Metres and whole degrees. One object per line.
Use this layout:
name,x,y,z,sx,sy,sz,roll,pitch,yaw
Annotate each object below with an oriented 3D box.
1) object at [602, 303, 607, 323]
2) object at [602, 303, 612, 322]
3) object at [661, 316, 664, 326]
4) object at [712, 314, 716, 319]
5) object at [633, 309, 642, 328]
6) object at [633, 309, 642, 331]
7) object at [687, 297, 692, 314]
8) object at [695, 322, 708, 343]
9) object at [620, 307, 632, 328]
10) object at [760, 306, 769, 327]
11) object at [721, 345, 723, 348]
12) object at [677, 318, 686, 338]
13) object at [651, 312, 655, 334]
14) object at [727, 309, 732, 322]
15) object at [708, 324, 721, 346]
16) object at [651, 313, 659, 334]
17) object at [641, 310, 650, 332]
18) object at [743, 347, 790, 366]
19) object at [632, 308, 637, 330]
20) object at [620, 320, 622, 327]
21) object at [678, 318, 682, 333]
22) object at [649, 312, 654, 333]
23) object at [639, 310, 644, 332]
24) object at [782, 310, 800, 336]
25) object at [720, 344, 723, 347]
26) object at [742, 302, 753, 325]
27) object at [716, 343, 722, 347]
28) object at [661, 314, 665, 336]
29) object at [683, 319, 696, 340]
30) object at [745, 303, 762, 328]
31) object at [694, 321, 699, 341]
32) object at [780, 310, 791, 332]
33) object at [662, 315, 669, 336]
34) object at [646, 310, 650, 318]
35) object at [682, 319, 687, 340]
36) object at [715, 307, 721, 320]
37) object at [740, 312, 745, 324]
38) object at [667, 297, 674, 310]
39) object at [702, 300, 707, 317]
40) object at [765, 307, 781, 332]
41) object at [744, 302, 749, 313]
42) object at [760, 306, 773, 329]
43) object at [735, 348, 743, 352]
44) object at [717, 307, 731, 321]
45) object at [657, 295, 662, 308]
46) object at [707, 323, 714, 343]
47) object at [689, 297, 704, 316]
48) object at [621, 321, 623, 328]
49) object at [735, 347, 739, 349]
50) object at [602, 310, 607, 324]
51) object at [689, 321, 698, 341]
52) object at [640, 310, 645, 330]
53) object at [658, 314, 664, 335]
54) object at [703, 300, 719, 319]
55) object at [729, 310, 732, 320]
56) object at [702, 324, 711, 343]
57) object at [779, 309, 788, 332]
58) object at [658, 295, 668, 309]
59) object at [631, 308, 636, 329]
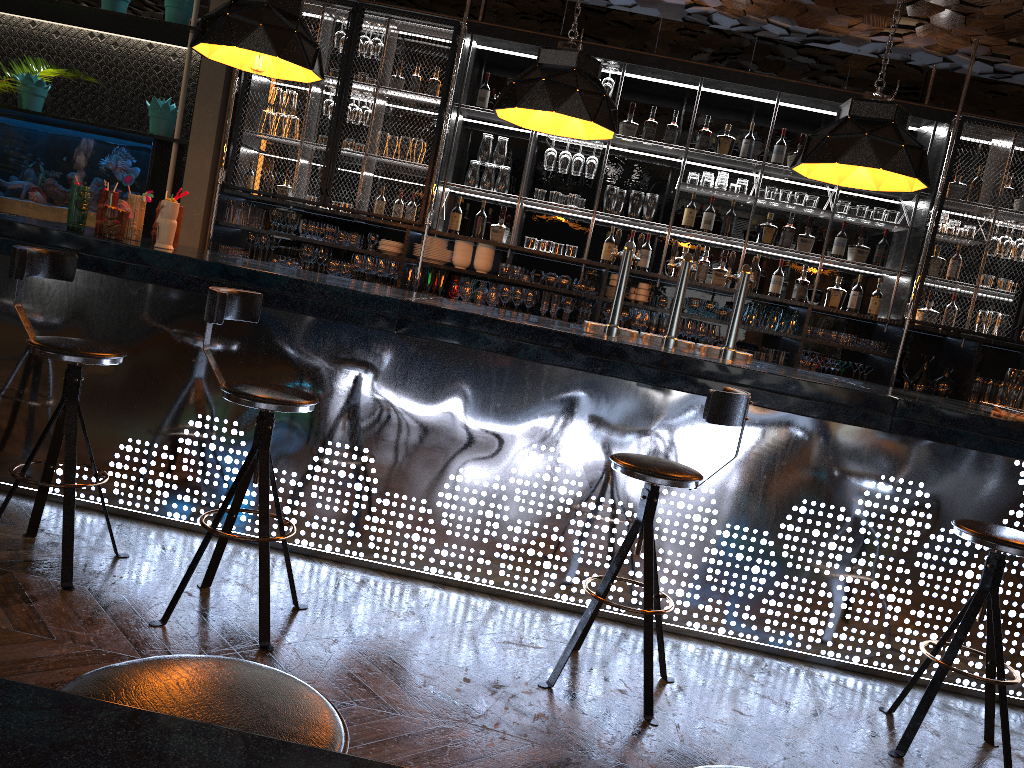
object,0.734,-0.503,6.826,0.108,0.227,0.108,15,8,33
object,0.714,-0.479,6.586,0.108,0.227,0.108,11,7,-6
object,1.136,-0.407,6.676,0.049,0.231,0.049,12,7,10
object,1.569,-0.542,6.781,0.098,0.097,0.098,10,7,-6
object,0.931,-0.446,6.647,0.058,0.234,0.058,14,7,25
object,0.923,-0.438,6.563,0.058,0.234,0.058,5,9,-45
object,1.363,-0.582,6.651,0.100,0.125,0.100,6,8,-40
object,1.394,-0.341,6.559,0.091,0.229,0.091,15,7,29
object,0.827,-0.456,6.583,0.108,0.227,0.108,8,7,-27
object,1.919,-0.500,6.692,0.101,0.172,0.115,12,7,7
object,1.564,-0.238,6.539,0.067,0.100,0.067,11,7,-5
object,1.252,-0.383,6.679,0.091,0.229,0.091,14,7,23
object,1.052,-0.417,6.615,0.049,0.231,0.049,12,7,11
object,1.670,-0.512,6.700,0.098,0.097,0.098,10,7,-11
object,1.488,-0.322,6.554,0.091,0.229,0.091,8,7,-25
object,1.047,-0.410,6.549,0.049,0.231,0.049,13,7,14
object,0.980,-0.427,6.570,0.058,0.234,0.058,12,7,6
object,1.879,-0.206,6.634,0.356,0.134,0.206,12,7,10
object,0.934,-0.454,6.720,0.058,0.234,0.058,8,7,-23
object,0.844,-0.480,6.822,0.108,0.227,0.108,16,8,38
object,1.203,-0.380,6.563,0.091,0.229,0.091,10,7,-11
object,1.061,-0.430,6.741,0.049,0.231,0.049,10,7,-8
object,1.003,-0.453,6.832,0.058,0.234,0.058,5,9,-44
object,2.041,-0.448,6.448,0.101,0.172,0.115,15,8,32
object,1.584,-0.247,6.650,0.067,0.100,0.067,11,7,-5
object,1.774,-0.516,6.580,0.115,0.172,0.101,13,7,12
object,1.581,-0.261,6.760,0.067,0.100,0.067,11,7,-5
object,1.127,-0.402,6.611,0.049,0.231,0.049,12,7,6
object,1.304,-0.360,6.564,0.091,0.229,0.091,6,9,-40
object,1.772,-0.503,6.460,0.115,0.172,0.101,15,8,32
object,1.409,-0.364,6.784,0.091,0.229,0.091,8,7,-29
object,2.055,-0.459,6.564,0.115,0.172,0.101,10,7,-13
object,1.121,-0.395,6.546,0.049,0.231,0.049,11,7,-2
object,0.995,-0.435,6.664,0.058,0.234,0.058,16,8,35
object,1.314,-0.384,6.789,0.091,0.229,0.091,7,8,-35
object,1.562,-0.522,6.601,0.098,0.097,0.098,17,8,40
object,1.655,-0.491,6.491,0.098,0.097,0.098,16,8,36
object,1.172,-0.594,6.542,0.067,0.099,0.058,16,8,37
object,1.472,-0.560,6.643,0.108,0.126,0.108,11,7,-3
object,1.911,-0.473,6.445,0.115,0.172,0.101,10,7,-13
object,1.788,-0.528,6.701,0.115,0.172,0.101,10,7,-13
object,1.914,-0.488,6.573,0.101,0.172,0.115,15,8,32
object,1.666,-0.217,6.532,0.067,0.099,0.067,8,7,-26
object,1.554,-0.512,6.501,0.098,0.097,0.098,9,7,-18
object,1.112,-0.609,6.573,0.067,0.099,0.058,8,7,-28
object,1.508,-0.345,6.784,0.091,0.229,0.091,11,6,0
object,1.354,-0.570,6.530,0.100,0.125,0.100,17,9,41
object,0.837,-0.468,6.700,0.108,0.227,0.108,7,8,-33
object,1.673,-0.230,6.656,0.067,0.099,0.067,8,7,-26
object,0.725,-0.490,6.704,0.108,0.227,0.108,9,7,-18
object,1.346,-0.364,6.675,0.091,0.229,0.091,16,8,34
object,1.003,-0.444,6.753,0.058,0.234,0.058,9,7,-21
object,1.129,-0.415,6.734,0.049,0.231,0.049,12,7,5
object,1.463,-0.548,6.527,0.108,0.126,0.108,16,8,36
object,1.659,-0.503,6.598,0.098,0.097,0.098,15,7,27
object,1.439,-0.345,6.669,0.091,0.229,0.091,11,7,-4
object,2.054,-0.473,6.691,0.115,0.172,0.101,13,7,12
object,1.110,-0.602,6.505,0.067,0.099,0.058,5,9,-42
object,0.940,-0.463,6.803,0.058,0.234,0.058,12,7,5
